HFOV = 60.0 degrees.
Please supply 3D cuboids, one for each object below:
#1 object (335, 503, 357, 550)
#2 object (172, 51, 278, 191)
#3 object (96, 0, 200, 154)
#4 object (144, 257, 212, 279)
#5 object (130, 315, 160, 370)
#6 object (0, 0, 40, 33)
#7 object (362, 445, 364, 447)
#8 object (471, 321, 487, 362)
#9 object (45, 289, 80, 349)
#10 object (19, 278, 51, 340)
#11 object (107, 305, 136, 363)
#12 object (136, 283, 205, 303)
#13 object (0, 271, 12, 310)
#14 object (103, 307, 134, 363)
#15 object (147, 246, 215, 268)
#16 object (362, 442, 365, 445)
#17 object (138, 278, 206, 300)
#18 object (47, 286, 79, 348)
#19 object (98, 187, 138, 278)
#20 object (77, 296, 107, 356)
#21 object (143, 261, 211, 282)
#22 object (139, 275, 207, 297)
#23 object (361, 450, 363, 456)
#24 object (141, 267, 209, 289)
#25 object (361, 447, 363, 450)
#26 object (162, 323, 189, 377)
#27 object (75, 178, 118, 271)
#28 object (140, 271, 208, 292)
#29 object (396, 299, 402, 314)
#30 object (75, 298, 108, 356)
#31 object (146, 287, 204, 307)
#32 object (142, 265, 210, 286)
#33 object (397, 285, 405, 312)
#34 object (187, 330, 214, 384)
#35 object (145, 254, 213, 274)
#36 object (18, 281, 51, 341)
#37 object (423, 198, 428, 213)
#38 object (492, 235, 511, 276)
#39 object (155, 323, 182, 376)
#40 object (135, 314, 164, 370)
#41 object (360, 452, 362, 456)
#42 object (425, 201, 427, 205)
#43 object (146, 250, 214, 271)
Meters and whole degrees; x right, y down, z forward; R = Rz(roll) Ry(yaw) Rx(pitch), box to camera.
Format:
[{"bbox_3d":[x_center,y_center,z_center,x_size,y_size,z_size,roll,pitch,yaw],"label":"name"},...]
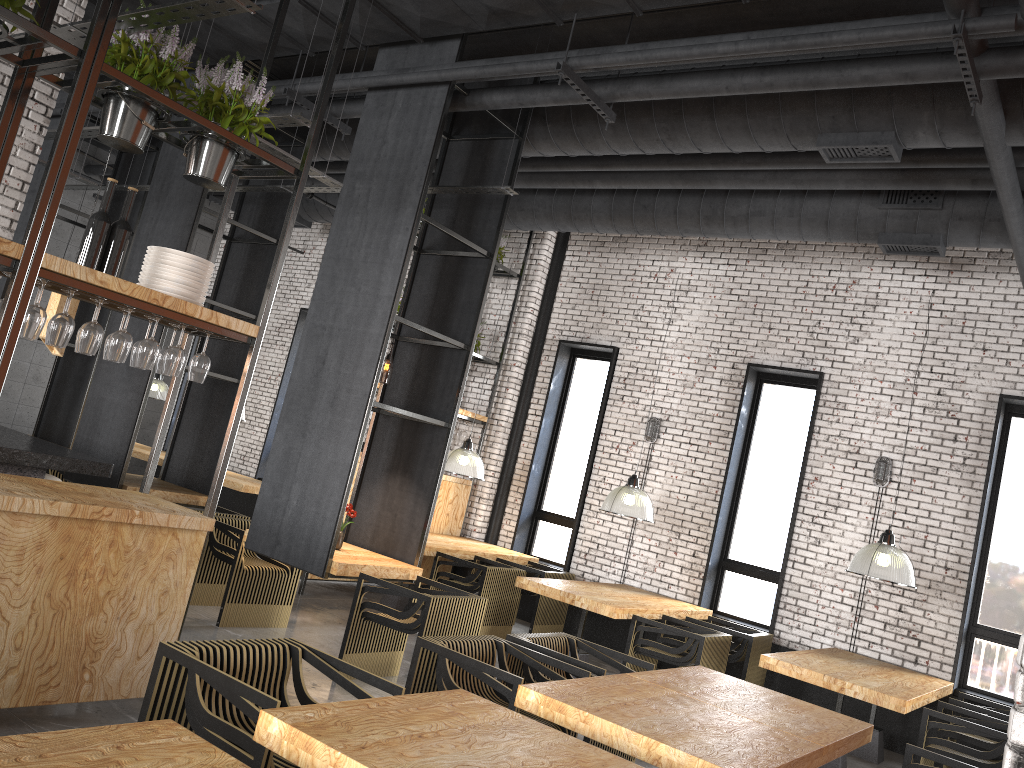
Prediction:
[{"bbox_3d":[-1.270,1.066,6.674,0.156,0.356,0.171,14,-7,-6],"label":"object"},{"bbox_3d":[-1.510,-1.301,4.583,0.417,0.560,0.465,10,-7,29],"label":"object"},{"bbox_3d":[-1.801,-1.406,4.247,0.417,0.560,0.465,7,-9,44],"label":"object"},{"bbox_3d":[-1.699,-0.577,4.506,0.335,0.041,0.334,13,-6,5],"label":"object"},{"bbox_3d":[-1.873,-0.210,4.523,0.101,0.268,0.100,14,-7,-1],"label":"object"},{"bbox_3d":[-2.241,-1.577,3.621,0.416,0.560,0.466,13,-6,3],"label":"object"},{"bbox_3d":[-1.600,0.694,9.535,0.257,0.072,0.256,13,-6,8],"label":"object"},{"bbox_3d":[-0.587,-0.444,10.705,0.415,0.560,0.467,18,-8,-35],"label":"object"},{"bbox_3d":[-2.115,-0.305,4.167,0.101,0.268,0.100,14,-7,-1],"label":"object"},{"bbox_3d":[-2.031,-0.325,3.786,0.101,0.268,0.101,16,-7,-18],"label":"object"},{"bbox_3d":[-1.805,-0.236,4.119,0.101,0.268,0.100,14,-7,-1],"label":"object"},{"bbox_3d":[-1.730,-0.449,4.490,0.335,0.046,0.333,12,-6,16],"label":"object"},{"bbox_3d":[-2.261,-0.362,3.953,0.101,0.268,0.101,16,-7,-18],"label":"object"},{"bbox_3d":[-1.954,-0.242,4.404,0.101,0.268,0.100,14,-7,-1],"label":"object"},{"bbox_3d":[-1.686,-0.633,4.513,0.335,0.039,0.334,13,-6,10],"label":"object"},{"bbox_3d":[-1.593,0.665,9.539,0.256,0.076,0.256,15,-6,-17],"label":"object"},{"bbox_3d":[-1.724,-0.467,4.492,0.335,0.037,0.334,13,-6,2],"label":"object"},{"bbox_3d":[-1.961,-0.297,3.889,0.101,0.268,0.101,16,-7,-18],"label":"object"},{"bbox_3d":[-1.875,-0.712,4.234,0.098,0.472,0.098,14,-7,-2],"label":"object"},{"bbox_3d":[-1.885,-0.267,4.000,0.101,0.268,0.100,14,-7,-1],"label":"object"},{"bbox_3d":[-1.703,-0.558,4.503,0.335,0.043,0.333,11,-6,19],"label":"object"},{"bbox_3d":[-1.720,-0.486,4.494,0.335,0.040,0.334,14,-6,0],"label":"object"},{"bbox_3d":[-1.612,0.741,9.528,0.257,0.067,0.256,8,-8,43],"label":"object"},{"bbox_3d":[-1.711,-0.524,4.499,0.334,0.040,0.335,17,-7,-32],"label":"object"},{"bbox_3d":[-1.607,0.718,9.532,0.257,0.076,0.256,9,-7,35],"label":"object"},{"bbox_3d":[-1.643,-0.172,4.356,0.101,0.268,0.100,14,-7,-1],"label":"object"},{"bbox_3d":[-1.934,-0.735,4.147,0.098,0.472,0.098,14,-7,-2],"label":"object"},{"bbox_3d":[-1.716,-0.505,4.497,0.335,0.039,0.334,13,-6,2],"label":"object"},{"bbox_3d":[-1.153,-0.660,9.937,0.417,0.560,0.465,10,-7,30],"label":"object"},{"bbox_3d":[-2.035,-0.273,4.286,0.101,0.268,0.100,14,-7,-1],"label":"object"},{"bbox_3d":[-1.734,-0.429,4.488,0.335,0.033,0.333,8,-8,44],"label":"object"},{"bbox_3d":[-1.708,-0.539,4.501,0.335,0.039,0.333,8,-8,43],"label":"object"},{"bbox_3d":[-1.398,-0.764,9.511,0.467,0.560,0.415,13,-6,1],"label":"object"},{"bbox_3d":[-1.562,-0.140,4.474,0.101,0.268,0.100,14,-7,-1],"label":"object"},{"bbox_3d":[-1.695,-0.596,4.508,0.334,0.044,0.334,13,-6,6],"label":"object"},{"bbox_3d":[-2.191,-0.335,4.056,0.101,0.268,0.101,16,-7,-18],"label":"object"},{"bbox_3d":[-1.179,-1.854,9.662,0.416,0.560,0.466,12,-7,10],"label":"object"},{"bbox_3d":[-0.304,-1.522,10.838,0.468,0.560,0.415,7,-9,45],"label":"object"},{"bbox_3d":[-1.792,-0.178,4.641,0.101,0.268,0.100,14,-7,-1],"label":"object"},{"bbox_3d":[-1.724,-0.204,4.237,0.101,0.268,0.100,14,-7,-1],"label":"object"},{"bbox_3d":[-1.856,0.668,9.265,0.412,0.050,0.410,9,-7,35],"label":"object"},{"bbox_3d":[-0.864,-1.737,10.062,0.467,0.560,0.415,14,-7,-6],"label":"object"},{"bbox_3d":[-1.690,-0.614,4.510,0.335,0.039,0.333,12,-6,11],"label":"object"}]
